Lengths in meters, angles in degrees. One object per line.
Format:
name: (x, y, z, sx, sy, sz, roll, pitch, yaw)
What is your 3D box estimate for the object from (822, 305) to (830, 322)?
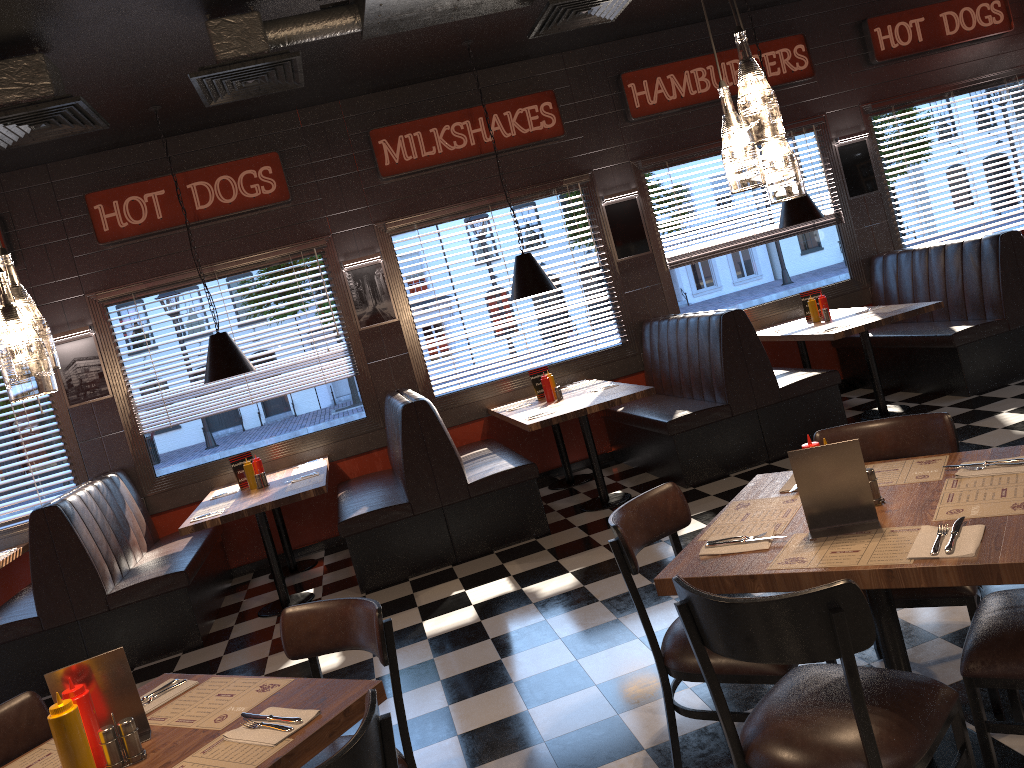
object: (2.643, -0.597, 7.463, 0.046, 0.136, 0.094, -14, 4, 15)

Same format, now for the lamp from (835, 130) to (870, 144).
lamp: (3.241, -2.352, 8.440, 0.335, 0.056, 0.081, -16, 5, -11)

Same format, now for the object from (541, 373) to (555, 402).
object: (0.279, 0.024, 7.057, 0.067, 0.237, 0.068, -14, 3, 13)

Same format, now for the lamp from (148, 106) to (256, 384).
lamp: (-2.348, -1.035, 6.506, 0.384, 2.040, 0.380, -17, 3, -29)

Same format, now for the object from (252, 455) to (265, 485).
object: (-1.912, 0.648, 6.699, 0.068, 0.237, 0.067, -17, 3, -27)

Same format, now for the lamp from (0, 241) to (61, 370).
lamp: (-1.447, -0.973, 2.184, 0.109, 1.961, 0.108, -17, 3, -28)

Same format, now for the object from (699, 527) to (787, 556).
object: (0.677, 0.455, 2.581, 0.254, 0.019, 0.158, -12, 6, 27)

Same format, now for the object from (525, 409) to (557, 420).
object: (0.219, 0.215, 6.417, 0.255, 0.019, 0.157, -16, 5, -10)

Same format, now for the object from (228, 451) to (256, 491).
object: (-2.047, 0.664, 6.808, 0.189, 0.256, 0.072, -18, 4, -40)

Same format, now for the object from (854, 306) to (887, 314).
object: (2.973, -0.618, 7.377, 0.256, 0.019, 0.157, -16, 5, -14)

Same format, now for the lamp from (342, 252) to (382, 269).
lamp: (-1.278, -1.049, 7.542, 0.335, 0.056, 0.081, -16, 5, -11)

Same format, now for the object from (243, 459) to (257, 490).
object: (-1.956, 0.667, 6.619, 0.068, 0.237, 0.067, -17, 3, -27)

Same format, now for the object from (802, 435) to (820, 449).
object: (0.920, 0.267, 2.670, 0.068, 0.237, 0.068, -15, 3, -5)

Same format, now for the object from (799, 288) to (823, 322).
object: (2.663, -0.700, 7.819, 0.187, 0.256, 0.073, -14, 3, 19)

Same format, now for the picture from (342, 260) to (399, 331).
picture: (-1.210, -0.759, 7.589, 0.352, 0.536, 0.012, -16, 3, -11)

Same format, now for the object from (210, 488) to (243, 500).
object: (-2.160, 0.827, 6.718, 0.255, 0.019, 0.157, -16, 5, -12)

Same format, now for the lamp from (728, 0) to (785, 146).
lamp: (0.454, -1.624, 2.421, 0.109, 1.961, 0.108, -17, 4, -38)

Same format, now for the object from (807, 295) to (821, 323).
object: (2.582, -0.647, 7.589, 0.068, 0.237, 0.067, -16, 3, -23)

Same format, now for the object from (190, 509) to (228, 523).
object: (-1.998, 0.863, 5.876, 0.255, 0.019, 0.158, -16, 5, -5)

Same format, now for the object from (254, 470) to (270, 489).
object: (-1.861, 0.701, 6.568, 0.094, 0.136, 0.046, -18, 4, -40)

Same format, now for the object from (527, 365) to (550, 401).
object: (0.257, -0.009, 7.362, 0.189, 0.256, 0.072, -16, 3, -21)

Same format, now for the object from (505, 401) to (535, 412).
object: (0.070, 0.179, 7.221, 0.256, 0.019, 0.157, -16, 5, -15)

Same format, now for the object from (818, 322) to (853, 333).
object: (2.496, -0.437, 6.826, 0.255, 0.019, 0.158, -15, 5, -5)

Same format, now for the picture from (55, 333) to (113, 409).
picture: (-3.471, -0.107, 7.140, 0.352, 0.536, 0.012, -16, 3, -11)

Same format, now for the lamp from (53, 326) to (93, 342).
lamp: (-3.542, -0.397, 7.092, 0.335, 0.056, 0.081, -16, 5, -11)

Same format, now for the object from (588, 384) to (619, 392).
object: (0.703, 0.034, 6.951, 0.255, 0.019, 0.157, -16, 5, -12)

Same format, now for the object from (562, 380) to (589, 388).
object: (0.546, -0.002, 7.776, 0.255, 0.019, 0.158, -16, 5, -5)

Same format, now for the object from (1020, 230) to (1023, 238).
object: (4.845, -1.326, 8.222, 0.189, 0.256, 0.072, -16, 3, -16)

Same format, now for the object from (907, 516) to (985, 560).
object: (1.087, 0.380, 2.211, 0.157, 0.019, 0.257, -11, 6, 36)

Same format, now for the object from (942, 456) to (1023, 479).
object: (1.425, 0.246, 2.661, 0.254, 0.019, 0.158, -11, 6, 37)

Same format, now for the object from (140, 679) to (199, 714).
object: (-1.063, 0.923, 2.589, 0.157, 0.019, 0.257, -11, 7, 37)

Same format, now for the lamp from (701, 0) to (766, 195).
lamp: (0.439, -1.515, 2.549, 0.108, 1.961, 0.109, -13, 3, 31)

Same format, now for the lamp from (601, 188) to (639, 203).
lamp: (0.975, -1.699, 7.989, 0.335, 0.056, 0.081, -16, 5, -11)

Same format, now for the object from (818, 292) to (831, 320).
object: (2.673, -0.671, 7.589, 0.068, 0.237, 0.067, -16, 3, -23)

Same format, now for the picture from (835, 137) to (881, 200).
picture: (3.311, -2.061, 8.487, 0.352, 0.536, 0.012, -16, 3, -11)

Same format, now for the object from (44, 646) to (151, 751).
object: (-1.070, 0.829, 2.297, 0.189, 0.256, 0.072, -16, 3, -21)

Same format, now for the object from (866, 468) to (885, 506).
object: (1.038, 0.293, 2.627, 0.093, 0.136, 0.047, -12, 4, 39)

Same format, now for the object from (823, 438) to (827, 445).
object: (0.937, 0.271, 2.577, 0.068, 0.237, 0.068, -15, 3, -5)

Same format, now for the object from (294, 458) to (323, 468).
object: (-1.664, 0.647, 7.207, 0.255, 0.019, 0.157, -16, 5, -9)

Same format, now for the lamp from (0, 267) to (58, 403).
lamp: (-1.395, -0.915, 2.069, 0.108, 1.961, 0.109, -15, 3, 1)

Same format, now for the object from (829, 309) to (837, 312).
object: (2.842, -0.655, 8.141, 0.255, 0.019, 0.157, -16, 5, -9)

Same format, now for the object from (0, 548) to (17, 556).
object: (-3.935, 1.301, 6.759, 0.255, 0.019, 0.158, -16, 5, -6)

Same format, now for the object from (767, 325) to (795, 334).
object: (2.343, -0.474, 7.656, 0.255, 0.019, 0.157, -16, 5, -11)

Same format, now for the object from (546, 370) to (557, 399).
object: (0.316, 0.006, 7.142, 0.067, 0.237, 0.068, -14, 3, 13)

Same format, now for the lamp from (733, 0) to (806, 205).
lamp: (0.567, -1.492, 2.588, 0.108, 1.961, 0.109, -15, 3, 1)

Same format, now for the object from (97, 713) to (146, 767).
object: (-0.969, 0.876, 2.186, 0.094, 0.136, 0.046, -16, 3, -21)

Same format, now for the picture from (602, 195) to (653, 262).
picture: (1.045, -1.408, 8.037, 0.352, 0.536, 0.012, -16, 3, -11)

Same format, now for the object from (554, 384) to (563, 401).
object: (0.367, 0.059, 7.011, 0.046, 0.136, 0.094, -14, 4, 15)

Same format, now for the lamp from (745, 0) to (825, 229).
lamp: (2.170, -2.337, 7.404, 0.380, 2.040, 0.384, -13, 4, 38)

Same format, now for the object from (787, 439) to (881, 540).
object: (0.891, 0.285, 2.458, 0.187, 0.256, 0.073, -14, 3, 19)

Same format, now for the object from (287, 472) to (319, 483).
object: (-1.528, 0.683, 6.445, 0.256, 0.019, 0.157, -16, 5, -15)

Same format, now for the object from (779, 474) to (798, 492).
object: (1.000, 0.328, 3.009, 0.157, 0.019, 0.257, -12, 6, 34)

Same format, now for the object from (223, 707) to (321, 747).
object: (-0.609, 0.838, 2.193, 0.254, 0.019, 0.158, -11, 6, 36)

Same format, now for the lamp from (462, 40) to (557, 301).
lamp: (-0.093, -1.685, 6.954, 0.384, 2.040, 0.380, -17, 3, -29)
